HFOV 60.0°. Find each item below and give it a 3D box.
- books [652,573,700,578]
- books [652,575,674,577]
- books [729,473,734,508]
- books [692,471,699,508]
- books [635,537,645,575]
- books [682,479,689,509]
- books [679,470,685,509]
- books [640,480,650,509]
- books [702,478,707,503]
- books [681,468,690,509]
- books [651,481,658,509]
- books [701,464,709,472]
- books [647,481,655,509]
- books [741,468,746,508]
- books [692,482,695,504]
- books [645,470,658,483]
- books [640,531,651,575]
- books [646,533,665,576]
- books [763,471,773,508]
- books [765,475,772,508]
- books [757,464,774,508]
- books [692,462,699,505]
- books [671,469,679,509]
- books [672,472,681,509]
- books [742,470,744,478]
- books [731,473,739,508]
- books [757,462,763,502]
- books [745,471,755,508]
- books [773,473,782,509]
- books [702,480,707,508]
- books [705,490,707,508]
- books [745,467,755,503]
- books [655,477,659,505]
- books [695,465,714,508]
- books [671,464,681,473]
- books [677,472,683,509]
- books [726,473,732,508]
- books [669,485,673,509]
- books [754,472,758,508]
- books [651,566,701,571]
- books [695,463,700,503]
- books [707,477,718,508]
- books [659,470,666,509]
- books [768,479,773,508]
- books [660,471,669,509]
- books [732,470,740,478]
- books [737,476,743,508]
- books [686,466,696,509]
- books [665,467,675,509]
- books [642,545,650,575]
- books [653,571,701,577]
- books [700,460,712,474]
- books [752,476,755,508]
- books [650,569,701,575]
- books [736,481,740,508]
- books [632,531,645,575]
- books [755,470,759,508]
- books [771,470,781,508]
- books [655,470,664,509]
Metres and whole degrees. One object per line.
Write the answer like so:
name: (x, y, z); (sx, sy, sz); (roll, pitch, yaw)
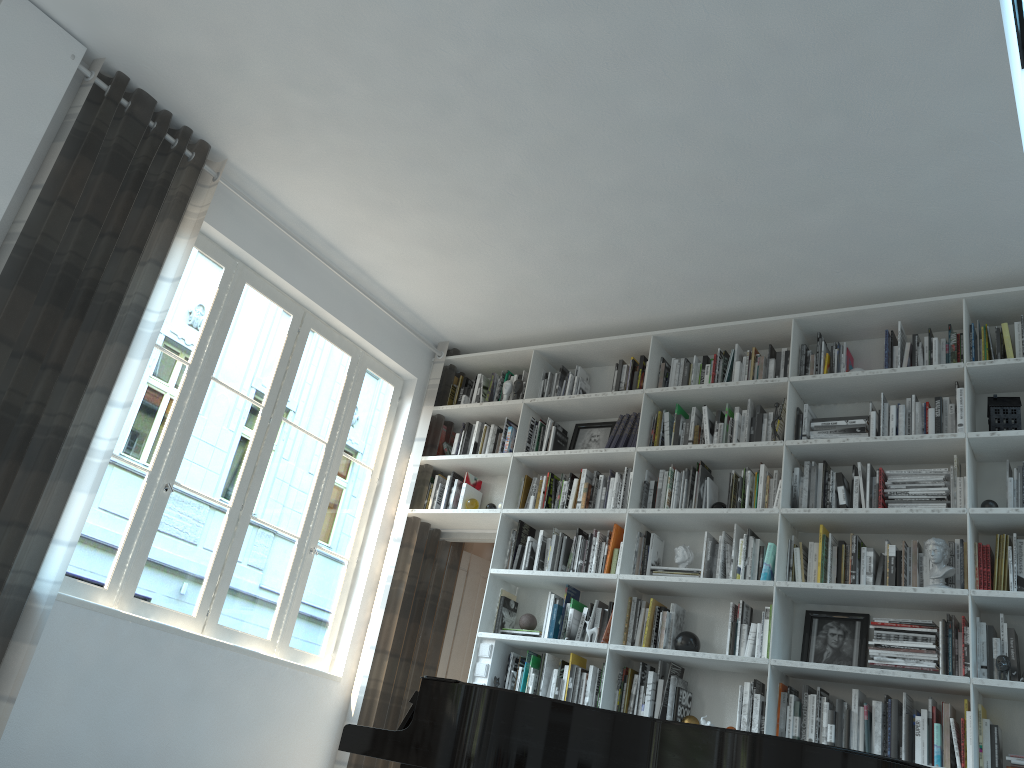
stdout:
books: (0.901, 1.048, 4.758); (0.254, 0.012, 0.161); (-3, -28, 29)
books: (0.899, 1.060, 4.754); (0.254, 0.012, 0.161); (-3, -28, 30)
books: (1.205, 0.623, 4.778); (0.005, 0.239, 0.174); (-5, -29, 33)
books: (1.038, 0.634, 4.902); (0.010, 0.260, 0.158); (-5, -29, 33)
books: (0.730, 0.992, 4.921); (0.024, 0.256, 0.134); (-5, -29, 33)
books: (0.987, 0.657, 4.910); (0.011, 0.208, 0.182); (-5, -29, 33)
books: (0.975, 0.636, 4.933); (0.009, 0.260, 0.181); (-5, -29, 33)
books: (0.784, 0.680, 5.052); (0.015, 0.207, 0.187); (-5, -29, 33)
books: (1.080, 0.652, 4.892); (0.009, 0.235, 0.135); (-5, -29, 33)
books: (0.988, 0.629, 4.935); (0.011, 0.278, 0.170); (-5, -29, 33)
books: (0.838, 0.682, 5.045); (0.024, 0.218, 0.140); (-5, -29, 33)
books: (1.061, 0.617, 4.908); (0.005, 0.304, 0.163); (-5, -29, 33)
books: (0.817, 0.682, 5.062); (0.029, 0.224, 0.137); (-5, -29, 33)
books: (1.263, 0.608, 4.761); (0.005, 0.274, 0.157); (-5, -29, 33)
books: (1.032, 0.664, 4.916); (0.012, 0.216, 0.133); (-5, -29, 33)
books: (0.789, 0.654, 5.087); (0.012, 0.284, 0.160); (-5, -29, 33)
books: (0.758, 0.980, 4.933); (0.011, 0.296, 0.136); (-5, -29, 33)
books: (0.789, 0.978, 4.889); (0.021, 0.276, 0.137); (-5, -29, 33)
books: (1.362, 0.607, 4.690); (0.010, 0.256, 0.140); (-5, -29, 33)
books: (1.370, 0.620, 4.682); (0.011, 0.228, 0.166); (-5, -29, 33)
books: (1.347, 0.593, 4.699); (0.022, 0.283, 0.190); (-5, -29, 33)
books: (1.041, 0.612, 4.923); (0.004, 0.319, 0.153); (-5, -29, 33)
books: (0.936, 0.634, 4.950); (0.009, 0.262, 0.190); (-5, -29, 33)
books: (0.944, 0.639, 4.943); (0.012, 0.250, 0.184); (-5, -29, 33)
books: (1.257, 0.617, 4.774); (0.009, 0.265, 0.150); (-5, -29, 33)
books: (1.215, 0.619, 4.761); (0.005, 0.235, 0.179); (-5, -29, 33)
books: (1.338, 0.586, 4.715); (0.006, 0.302, 0.166); (-5, -29, 33)
books: (1.283, 0.608, 4.714); (0.013, 0.242, 0.189); (-5, -29, 33)
books: (1.424, 0.597, 4.614); (0.064, 0.236, 0.209); (-5, -29, 33)
books: (1.083, 0.657, 4.877); (0.012, 0.217, 0.151); (-5, -29, 33)
books: (1.088, 0.659, 4.870); (0.004, 0.208, 0.132); (-5, -29, 33)
books: (1.286, 0.605, 4.761); (0.033, 0.286, 0.156); (-5, -29, 33)
books: (0.848, 0.665, 5.029); (0.012, 0.239, 0.134); (-5, -29, 33)
books: (1.058, 0.615, 4.882); (0.011, 0.285, 0.189); (-5, -29, 33)
books: (0.917, 0.626, 5.007); (0.011, 0.315, 0.155); (-5, -29, 33)
books: (0.967, 0.644, 4.956); (0.010, 0.260, 0.170); (-5, -29, 33)
books: (1.199, 0.627, 4.807); (0.005, 0.253, 0.161); (-5, -29, 33)
books: (0.927, 0.680, 4.962); (0.029, 0.186, 0.149); (-5, -29, 33)
books: (1.317, 0.613, 4.720); (0.017, 0.252, 0.140); (-5, -29, 33)
books: (0.908, 1.016, 4.773); (0.285, 0.012, 0.160); (-3, -28, 30)
books: (1.056, 0.615, 4.918); (0.005, 0.315, 0.157); (-5, -29, 33)
books: (1.099, 0.644, 4.860); (0.031, 0.231, 0.148); (-5, -29, 33)
books: (0.877, 0.641, 5.008); (0.012, 0.275, 0.157); (-5, -29, 33)
books: (1.383, 0.625, 4.669); (0.024, 0.215, 0.142); (-5, -29, 33)
books: (0.891, 0.647, 4.997); (0.024, 0.261, 0.178); (-5, -29, 33)
books: (1.212, 0.620, 4.812); (0.012, 0.274, 0.129); (-5, -29, 33)
books: (1.242, 0.625, 4.736); (0.006, 0.215, 0.182); (-5, -29, 33)
books: (1.016, 0.620, 4.918); (0.011, 0.290, 0.177); (-5, -29, 33)
books: (0.911, 0.631, 4.979); (0.010, 0.282, 0.184); (-5, -29, 33)
books: (0.763, 1.013, 4.895); (0.034, 0.209, 0.137); (-5, -29, 33)
books: (0.905, 1.039, 4.766); (0.254, 0.012, 0.161); (-4, -28, 31)
books: (1.060, 0.607, 4.916); (0.005, 0.329, 0.162); (-5, -29, 33)
books: (1.311, 0.627, 4.733); (0.011, 0.235, 0.131); (-5, -29, 33)
books: (0.909, 1.029, 4.772); (0.285, 0.012, 0.160); (-7, -30, 35)
books: (1.238, 0.644, 4.760); (0.011, 0.199, 0.163); (-5, -29, 33)
books: (0.721, 0.984, 4.941); (0.012, 0.284, 0.160); (-5, -29, 33)
books: (1.327, 0.608, 4.706); (0.006, 0.252, 0.181); (-5, -29, 33)
books: (1.401, 0.601, 4.658); (0.022, 0.256, 0.155); (-5, -29, 33)
books: (0.863, 0.643, 5.022); (0.026, 0.278, 0.151); (-5, -29, 33)
